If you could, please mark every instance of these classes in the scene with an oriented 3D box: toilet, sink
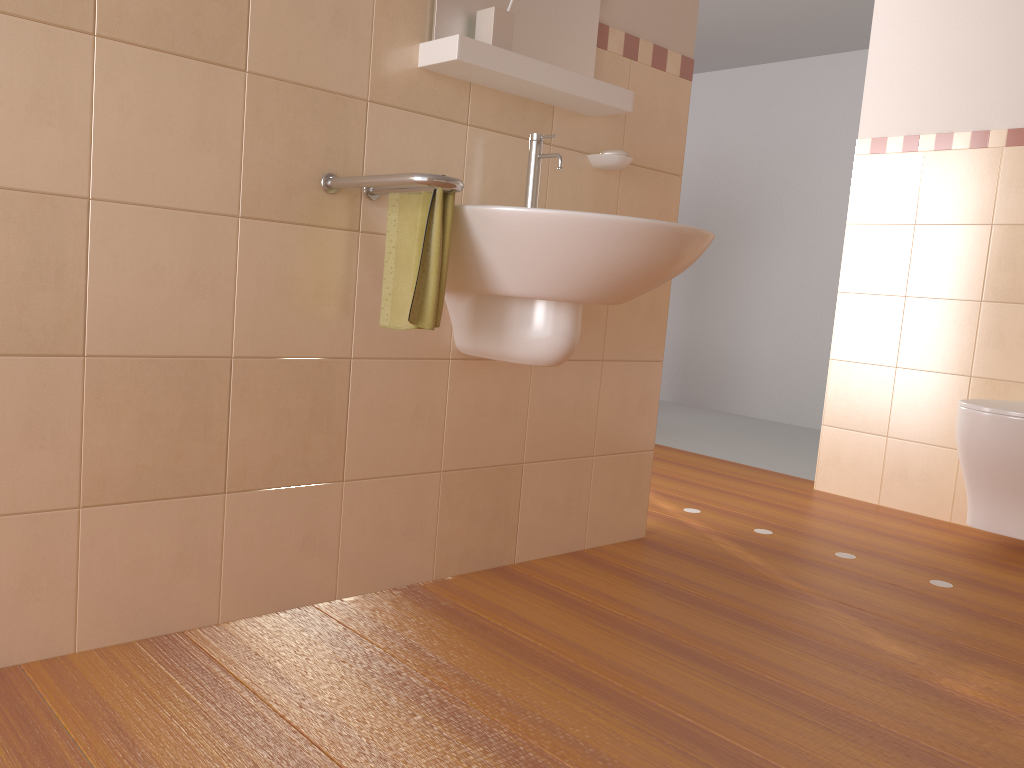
[{"bbox_3d":[1.615,0.270,2.784,0.534,0.400,0.375,-1,8,-43],"label":"toilet"},{"bbox_3d":[0.149,-0.291,1.931,0.683,0.516,0.539,-1,8,-43],"label":"sink"}]

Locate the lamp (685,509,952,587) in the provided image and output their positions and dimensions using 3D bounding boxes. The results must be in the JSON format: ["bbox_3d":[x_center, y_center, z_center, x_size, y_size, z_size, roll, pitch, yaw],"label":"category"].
[{"bbox_3d":[-0.170,0.528,1.609,3.173,0.001,2.893,-1,8,-43],"label":"lamp"}]

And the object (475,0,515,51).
[{"bbox_3d":[-0.031,-0.792,1.934,0.063,0.149,0.073,-1,8,-43],"label":"object"}]

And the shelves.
[{"bbox_3d":[0.048,-0.697,2.035,0.554,0.050,0.138,-1,8,-43],"label":"shelves"}]

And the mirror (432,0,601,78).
[{"bbox_3d":[0.049,-1.132,2.026,0.502,0.799,0.008,-1,8,-43],"label":"mirror"}]

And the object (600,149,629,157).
[{"bbox_3d":[0.265,-0.591,2.286,0.075,0.023,0.050,6,6,12],"label":"object"}]

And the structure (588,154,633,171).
[{"bbox_3d":[0.263,-0.569,2.287,0.117,0.029,0.092,-1,8,-43],"label":"structure"}]

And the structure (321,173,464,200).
[{"bbox_3d":[-0.222,-0.384,1.709,0.142,0.042,0.333,-1,8,-43],"label":"structure"}]

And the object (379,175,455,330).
[{"bbox_3d":[-0.187,-0.257,1.759,0.085,0.306,0.181,2,7,-27],"label":"object"}]
